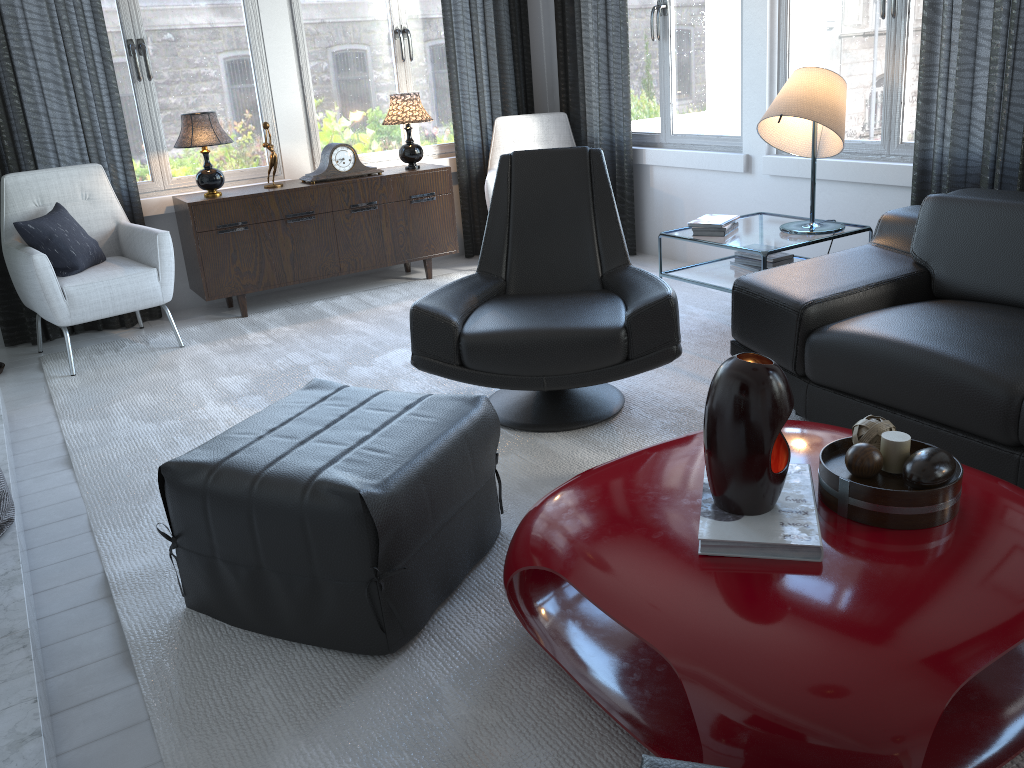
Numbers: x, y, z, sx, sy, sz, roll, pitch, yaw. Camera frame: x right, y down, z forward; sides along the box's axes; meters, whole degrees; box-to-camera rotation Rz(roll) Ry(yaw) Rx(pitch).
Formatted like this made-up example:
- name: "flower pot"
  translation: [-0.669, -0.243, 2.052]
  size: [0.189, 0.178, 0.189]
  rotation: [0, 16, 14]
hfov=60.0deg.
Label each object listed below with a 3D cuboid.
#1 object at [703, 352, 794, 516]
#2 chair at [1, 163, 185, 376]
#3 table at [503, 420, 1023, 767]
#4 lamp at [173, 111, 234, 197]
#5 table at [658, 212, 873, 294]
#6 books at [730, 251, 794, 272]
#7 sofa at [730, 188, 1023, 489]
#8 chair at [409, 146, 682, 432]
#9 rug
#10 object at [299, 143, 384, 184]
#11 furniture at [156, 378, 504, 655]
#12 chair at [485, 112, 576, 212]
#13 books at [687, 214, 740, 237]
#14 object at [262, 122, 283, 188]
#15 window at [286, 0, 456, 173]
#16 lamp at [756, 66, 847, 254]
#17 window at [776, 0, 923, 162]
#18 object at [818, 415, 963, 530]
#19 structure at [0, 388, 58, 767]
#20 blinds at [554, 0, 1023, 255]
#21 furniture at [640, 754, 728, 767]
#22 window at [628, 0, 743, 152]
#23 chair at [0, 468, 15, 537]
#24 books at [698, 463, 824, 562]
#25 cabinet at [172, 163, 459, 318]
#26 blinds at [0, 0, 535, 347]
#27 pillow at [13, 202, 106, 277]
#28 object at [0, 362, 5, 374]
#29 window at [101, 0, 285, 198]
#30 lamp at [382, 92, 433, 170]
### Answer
- name: "object"
  translation: [0.412, 0.083, 1.553]
  size: [0.151, 0.277, 0.155]
  rotation: [-1, 19, 10]
- name: "chair"
  translation: [-1.906, -0.549, 3.996]
  size: [0.597, 0.814, 0.616]
  rotation: [-19, 24, -37]
- name: "table"
  translation: [0.538, 0.360, 1.689]
  size: [0.946, 0.297, 0.946]
  rotation: [-16, 22, -28]
- name: "lamp"
  translation: [-1.485, -1.110, 4.297]
  size: [0.280, 0.393, 0.284]
  rotation: [-6, 19, -3]
- name: "table"
  translation: [1.012, -0.422, 3.589]
  size: [0.595, 0.405, 0.598]
  rotation: [-15, 22, -28]
- name: "books"
  translation: [1.026, -0.511, 3.651]
  size: [0.178, 0.052, 0.232]
  rotation: [-14, 22, -24]
- name: "sofa"
  translation: [1.554, -0.088, 2.231]
  size: [0.940, 0.609, 1.920]
  rotation: [-15, 22, -27]
- name: "chair"
  translation: [0.126, -0.348, 2.984]
  size: [0.840, 0.801, 0.814]
  rotation: [-2, 19, 8]
- name: "rug"
  translation: [1.074, 0.519, 1.561]
  size: [2.967, 0.031, 7.830]
  rotation: [-15, 23, -27]
- name: "object"
  translation: [-0.905, -1.175, 4.658]
  size: [0.408, 0.178, 0.182]
  rotation: [-15, 22, -28]
- name: "furniture"
  translation: [-0.397, 0.265, 2.066]
  size: [0.614, 0.373, 0.605]
  rotation: [4, 21, 23]
- name: "chair"
  translation: [0.146, -1.118, 5.106]
  size: [0.594, 0.814, 0.620]
  rotation: [-4, 19, 1]
- name: "books"
  translation: [0.817, -0.641, 3.583]
  size: [0.161, 0.049, 0.217]
  rotation: [8, 23, 31]
- name: "object"
  translation: [-1.229, -1.158, 4.478]
  size: [0.097, 0.321, 0.097]
  rotation: [-15, 21, -28]
- name: "window"
  translation: [-0.666, -2.401, 4.888]
  size: [1.273, 2.296, 0.134]
  rotation: [-15, 21, -28]
- name: "lamp"
  translation: [1.483, -0.641, 3.191]
  size: [1.170, 1.003, 0.479]
  rotation: [8, 22, 33]
- name: "window"
  translation: [1.493, -2.016, 3.348]
  size: [0.134, 2.296, 1.278]
  rotation: [-14, 21, -28]
- name: "object"
  translation: [0.689, 0.151, 1.619]
  size: [0.242, 0.132, 0.245]
  rotation: [-2, 20, 8]
- name: "structure"
  translation: [-0.234, 1.021, 0.251]
  size: [0.395, 0.133, 7.264]
  rotation: [-15, 22, -27]
- name: "blinds"
  translation: [1.011, -2.054, 3.914]
  size: [0.189, 3.239, 3.237]
  rotation: [-15, 21, -28]
- name: "furniture"
  translation: [0.331, 0.688, 0.739]
  size: [0.599, 0.373, 0.621]
  rotation: [2, 20, 18]
- name: "window"
  translation: [0.766, -2.384, 4.523]
  size: [0.134, 2.296, 1.278]
  rotation: [-14, 21, -28]
- name: "chair"
  translation: [-1.335, 0.237, 1.927]
  size: [0.392, 0.426, 1.347]
  rotation: [-15, 22, -27]
- name: "books"
  translation: [0.449, 0.222, 1.613]
  size: [0.201, 0.030, 0.310]
  rotation: [1, 21, 15]
- name: "cabinet"
  translation: [-1.002, -0.781, 4.748]
  size: [1.405, 0.605, 0.389]
  rotation: [-15, 21, -28]
- name: "blinds"
  translation: [-1.197, -2.083, 4.483]
  size: [3.226, 3.239, 0.190]
  rotation: [-15, 21, -28]
- name: "pillow"
  translation: [-1.987, -0.637, 3.916]
  size: [0.252, 0.292, 0.361]
  rotation: [-6, 19, -3]
- name: "object"
  translation: [-2.336, -0.759, 3.563]
  size: [0.936, 1.571, 0.647]
  rotation: [1, 19, 15]
- name: "window"
  translation: [-1.879, -2.061, 4.223]
  size: [1.273, 2.296, 0.134]
  rotation: [-15, 21, -28]
- name: "lamp"
  translation: [-0.560, -1.369, 4.805]
  size: [0.280, 0.393, 0.284]
  rotation: [-6, 19, -3]
